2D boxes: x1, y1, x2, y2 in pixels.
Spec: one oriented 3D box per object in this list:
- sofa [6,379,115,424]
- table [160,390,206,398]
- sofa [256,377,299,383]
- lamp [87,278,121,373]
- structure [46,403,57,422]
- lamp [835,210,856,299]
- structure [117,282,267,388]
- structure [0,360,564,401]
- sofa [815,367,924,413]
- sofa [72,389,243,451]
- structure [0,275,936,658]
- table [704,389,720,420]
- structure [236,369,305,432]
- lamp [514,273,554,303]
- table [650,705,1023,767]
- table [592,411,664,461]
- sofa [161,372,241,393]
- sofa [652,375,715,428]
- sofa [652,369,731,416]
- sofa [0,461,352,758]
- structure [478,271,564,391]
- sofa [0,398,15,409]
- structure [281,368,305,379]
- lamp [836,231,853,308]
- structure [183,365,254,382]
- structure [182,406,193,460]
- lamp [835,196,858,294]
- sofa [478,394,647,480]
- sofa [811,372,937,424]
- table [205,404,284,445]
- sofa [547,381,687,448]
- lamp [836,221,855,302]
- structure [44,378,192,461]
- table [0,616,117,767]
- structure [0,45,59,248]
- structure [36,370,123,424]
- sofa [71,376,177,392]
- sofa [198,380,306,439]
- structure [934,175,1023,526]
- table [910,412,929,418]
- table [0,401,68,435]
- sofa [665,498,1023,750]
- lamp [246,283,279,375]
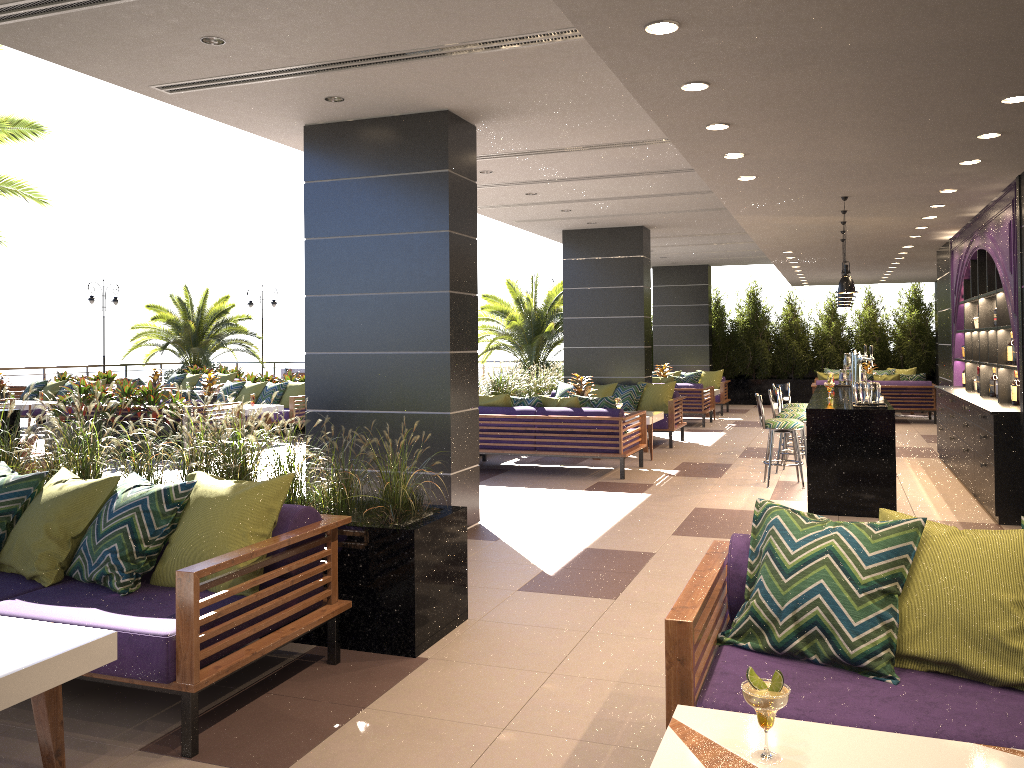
[{"bbox_3d":[-8.502,0.362,16.521,2.125,0.920,1.119,0,1,20],"label":"sofa"},{"bbox_3d":[-7.596,0.426,19.001,2.036,0.554,0.942,0,2,20],"label":"table"},{"bbox_3d":[-3.805,0.322,16.398,2.125,0.920,1.119,0,1,20],"label":"sofa"},{"bbox_3d":[-10.612,-1.111,23.022,0.264,3.331,1.121,-1,-1,20],"label":"lamp"},{"bbox_3d":[-6.507,0.629,12.508,0.100,0.701,0.180,-1,-1,20],"label":"structure"},{"bbox_3d":[3.284,-1.278,8.726,0.163,0.865,0.162,0,-1,-27],"label":"lamp"},{"bbox_3d":[-8.704,-1.173,24.399,3.800,3.306,3.752,-1,1,-12],"label":"structure"},{"bbox_3d":[-6.376,0.282,16.247,12.914,1.059,17.507,0,3,20],"label":"structure"},{"bbox_3d":[7.567,0.106,18.805,2.125,0.920,1.119,0,1,20],"label":"sofa"},{"bbox_3d":[-5.110,0.494,12.809,2.125,0.920,1.119,0,1,20],"label":"sofa"},{"bbox_3d":[2.087,-0.558,10.026,7.815,3.123,24.734,0,3,20],"label":"structure"},{"bbox_3d":[3.009,0.392,17.447,2.036,0.554,0.942,0,2,20],"label":"table"},{"bbox_3d":[-4.056,0.328,15.698,2.418,1.174,0.700,0,0,22],"label":"structure"},{"bbox_3d":[0.600,-1.208,22.758,1.122,3.331,0.264,-1,-1,20],"label":"lamp"},{"bbox_3d":[1.216,1.118,1.448,2.036,0.554,0.942,0,2,20],"label":"table"},{"bbox_3d":[0.921,0.663,11.781,2.036,0.554,0.942,0,2,20],"label":"table"},{"bbox_3d":[-7.197,0.191,20.111,2.125,0.920,1.119,0,1,20],"label":"sofa"},{"bbox_3d":[2.560,0.269,16.220,2.125,0.920,1.119,0,1,20],"label":"sofa"},{"bbox_3d":[3.448,0.153,18.630,2.125,0.920,1.119,0,1,20],"label":"sofa"},{"bbox_3d":[-1.943,0.853,3.996,2.125,0.920,1.119,0,1,20],"label":"sofa"},{"bbox_3d":[0.497,-1.115,21.073,3.801,3.306,3.751,-1,1,-27],"label":"structure"},{"bbox_3d":[-9.306,0.466,14.353,2.125,0.920,1.119,0,1,20],"label":"sofa"},{"bbox_3d":[-3.833,-0.164,22.711,4.400,1.330,0.804,0,0,20],"label":"structure"},{"bbox_3d":[4.030,-1.375,10.752,0.192,0.864,1.081,-1,1,20],"label":"lamp"},{"bbox_3d":[-6.969,0.127,20.867,2.250,1.173,0.737,0,0,22],"label":"structure"},{"bbox_3d":[-4.281,0.643,11.689,0.100,0.701,0.180,-1,-1,20],"label":"structure"},{"bbox_3d":[2.977,-1.239,7.894,0.163,0.865,0.162,0,-1,-27],"label":"lamp"},{"bbox_3d":[0.423,0.546,10.419,2.125,0.920,1.119,0,1,20],"label":"sofa"},{"bbox_3d":[6.679,0.221,16.396,2.125,0.920,1.119,0,1,20],"label":"sofa"},{"bbox_3d":[-4.718,0.624,13.888,2.036,0.554,0.942,0,2,20],"label":"table"},{"bbox_3d":[1.442,0.414,13.186,2.125,0.920,1.119,0,1,20],"label":"sofa"},{"bbox_3d":[3.580,-1.317,9.531,0.163,0.865,0.162,0,-1,-27],"label":"lamp"},{"bbox_3d":[-5.389,0.500,12.090,2.250,1.173,0.737,0,0,22],"label":"structure"},{"bbox_3d":[-2.396,1.094,2.778,2.036,0.554,0.942,0,2,20],"label":"table"},{"bbox_3d":[-8.299,-2.065,10.911,4.706,6.509,4.743,0,0,38],"label":"structure"},{"bbox_3d":[-8.326,0.300,17.250,2.248,1.173,0.714,0,0,17],"label":"structure"},{"bbox_3d":[-8.008,0.294,17.946,2.125,0.920,1.119,0,1,20],"label":"sofa"},{"bbox_3d":[-4.299,0.390,14.974,2.125,0.920,1.119,0,1,20],"label":"sofa"},{"bbox_3d":[4.824,-0.359,9.060,0.530,2.761,4.631,-1,1,20],"label":"structure"},{"bbox_3d":[7.132,0.347,17.570,2.036,0.554,0.942,0,2,20],"label":"table"},{"bbox_3d":[-8.911,0.597,15.431,2.036,0.554,0.942,0,2,20],"label":"table"},{"bbox_3d":[1.622,0.877,2.683,2.125,0.920,1.119,0,1,20],"label":"sofa"},{"bbox_3d":[-7.228,-1.260,25.640,1.122,3.331,0.264,-1,-1,20],"label":"lamp"}]
